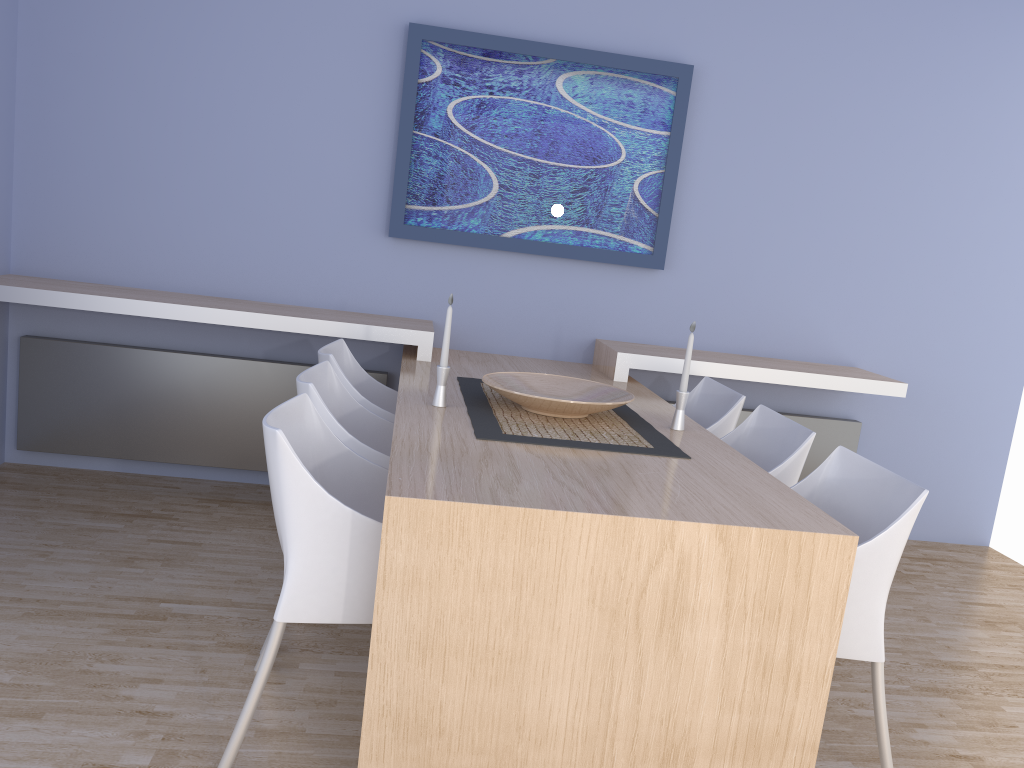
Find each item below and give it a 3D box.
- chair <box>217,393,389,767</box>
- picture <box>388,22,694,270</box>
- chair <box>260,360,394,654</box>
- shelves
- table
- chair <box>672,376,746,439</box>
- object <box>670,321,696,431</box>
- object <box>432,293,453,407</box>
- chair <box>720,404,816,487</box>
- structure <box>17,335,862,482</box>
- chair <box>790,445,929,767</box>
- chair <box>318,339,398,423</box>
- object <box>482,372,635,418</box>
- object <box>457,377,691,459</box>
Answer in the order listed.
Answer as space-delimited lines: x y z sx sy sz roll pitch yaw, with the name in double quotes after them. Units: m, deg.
-0.400 0.464 2.179 0.486 0.793 0.510 6 9 -7 "chair"
0.127 -1.028 3.921 1.252 0.901 0.049 6 9 -7 "picture"
-0.460 0.365 2.741 0.486 0.793 0.510 6 9 -7 "chair"
-0.280 0.173 3.904 3.901 0.840 0.463 6 9 -7 "shelves"
0.078 0.423 3.026 1.002 0.718 2.340 6 9 -7 "table"
0.610 0.377 3.478 0.486 0.793 0.510 6 9 -7 "chair"
0.547 -0.027 2.797 0.045 0.349 0.045 6 9 -7 "object"
-0.203 -0.104 2.704 0.045 0.349 0.045 13 11 34 "object"
0.671 0.478 2.903 0.486 0.793 0.510 6 9 -6 "chair"
-0.243 0.232 4.103 3.843 0.503 0.064 6 9 -7 "structure"
0.732 0.581 2.319 0.486 0.793 0.510 6 9 -7 "chair"
-0.520 0.266 3.304 0.486 0.793 0.510 6 9 -7 "chair"
0.143 0.046 2.860 0.493 0.081 0.493 9 9 11 "object"
0.142 0.089 2.865 0.594 0.005 0.986 6 9 -8 "object"
